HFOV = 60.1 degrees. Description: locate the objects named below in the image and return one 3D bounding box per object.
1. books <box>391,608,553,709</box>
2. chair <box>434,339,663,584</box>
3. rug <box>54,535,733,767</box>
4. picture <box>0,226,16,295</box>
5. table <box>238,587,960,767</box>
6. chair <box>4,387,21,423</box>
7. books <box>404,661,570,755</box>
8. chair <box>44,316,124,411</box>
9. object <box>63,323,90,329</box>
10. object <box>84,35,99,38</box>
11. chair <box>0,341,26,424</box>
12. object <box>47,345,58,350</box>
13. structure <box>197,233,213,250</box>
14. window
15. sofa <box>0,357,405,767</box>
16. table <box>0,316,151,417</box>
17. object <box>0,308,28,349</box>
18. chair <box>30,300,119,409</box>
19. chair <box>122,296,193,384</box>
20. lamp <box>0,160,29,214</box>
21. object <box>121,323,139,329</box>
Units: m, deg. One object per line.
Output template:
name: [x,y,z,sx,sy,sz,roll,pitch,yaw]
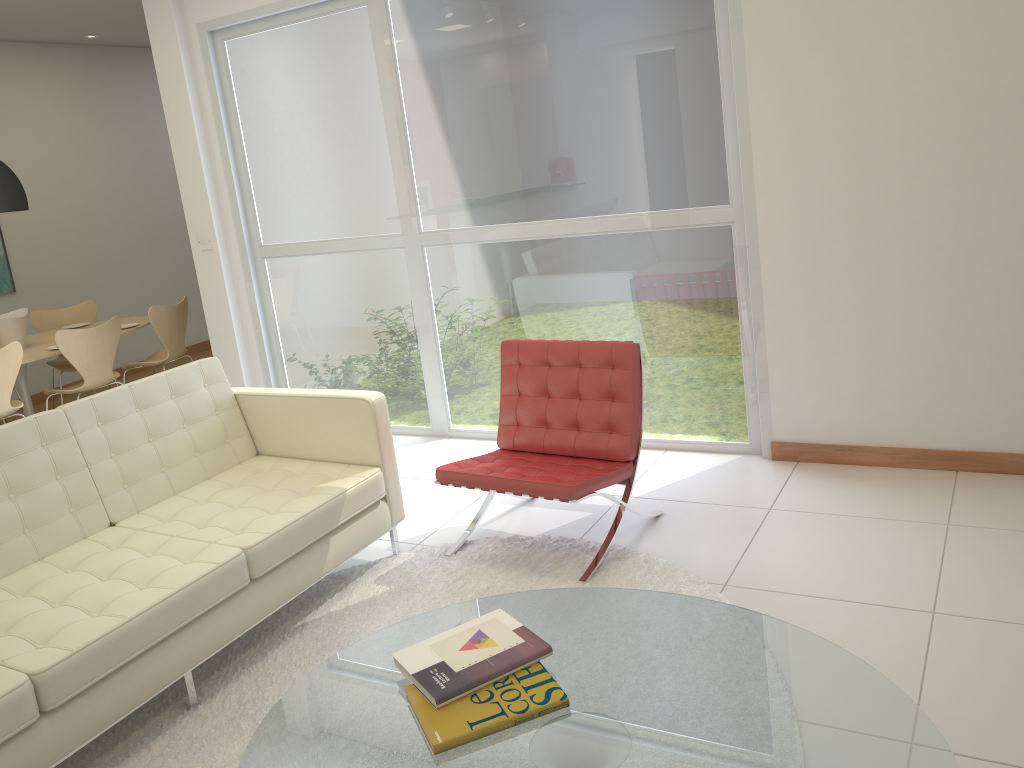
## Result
books: [-0.102,0.679,2.217,0.326,0.026,0.257,-16,16,-29]
chair: [0.144,0.272,3.811,0.700,0.807,0.714,2,16,35]
rug: [-0.508,1.140,2.399,2.443,0.004,3.369,1,17,31]
picture: [-4.906,-1.293,6.952,0.020,1.490,1.760,-1,15,30]
table: [0.154,0.964,1.951,1.537,0.399,1.337,1,16,29]
chair: [-4.080,0.025,6.738,0.516,0.896,0.527,1,15,34]
books: [-0.064,0.736,2.083,0.325,0.026,0.258,-13,15,-19]
chair: [-3.005,0.011,6.250,0.515,0.896,0.527,0,14,30]
object: [-3.582,-0.475,7.281,0.210,0.015,0.213,-5,15,9]
object: [-3.857,-3.188,8.121,0.129,0.010,0.130,-11,15,-14]
chair: [-3.376,0.213,5.659,0.516,0.896,0.527,2,15,37]
object: [-3.177,-0.266,6.273,0.211,0.015,0.212,-11,15,-13]
structure: [-2.044,-0.945,5.887,0.114,0.103,0.013,0,14,30]
window: [-0.316,-0.966,5.064,3.432,2.683,0.122,0,14,30]
sofa: [-1.539,0.649,2.978,1.000,0.912,2.597,0,16,30]
table: [-3.607,0.101,6.550,1.279,0.721,2.290,1,16,31]
object: [-3.652,-0.386,6.453,0.272,0.277,0.263,-13,14,-23]
chair: [-3.595,-0.194,7.338,0.525,0.896,0.518,-16,15,-34]
chair: [-2.739,-0.189,6.887,0.515,0.896,0.528,-4,13,14]
lamp: [-3.856,-1.913,6.150,0.594,1.477,0.601,0,14,32]
object: [-3.006,-0.443,6.870,0.210,0.015,0.213,-9,14,-4]
